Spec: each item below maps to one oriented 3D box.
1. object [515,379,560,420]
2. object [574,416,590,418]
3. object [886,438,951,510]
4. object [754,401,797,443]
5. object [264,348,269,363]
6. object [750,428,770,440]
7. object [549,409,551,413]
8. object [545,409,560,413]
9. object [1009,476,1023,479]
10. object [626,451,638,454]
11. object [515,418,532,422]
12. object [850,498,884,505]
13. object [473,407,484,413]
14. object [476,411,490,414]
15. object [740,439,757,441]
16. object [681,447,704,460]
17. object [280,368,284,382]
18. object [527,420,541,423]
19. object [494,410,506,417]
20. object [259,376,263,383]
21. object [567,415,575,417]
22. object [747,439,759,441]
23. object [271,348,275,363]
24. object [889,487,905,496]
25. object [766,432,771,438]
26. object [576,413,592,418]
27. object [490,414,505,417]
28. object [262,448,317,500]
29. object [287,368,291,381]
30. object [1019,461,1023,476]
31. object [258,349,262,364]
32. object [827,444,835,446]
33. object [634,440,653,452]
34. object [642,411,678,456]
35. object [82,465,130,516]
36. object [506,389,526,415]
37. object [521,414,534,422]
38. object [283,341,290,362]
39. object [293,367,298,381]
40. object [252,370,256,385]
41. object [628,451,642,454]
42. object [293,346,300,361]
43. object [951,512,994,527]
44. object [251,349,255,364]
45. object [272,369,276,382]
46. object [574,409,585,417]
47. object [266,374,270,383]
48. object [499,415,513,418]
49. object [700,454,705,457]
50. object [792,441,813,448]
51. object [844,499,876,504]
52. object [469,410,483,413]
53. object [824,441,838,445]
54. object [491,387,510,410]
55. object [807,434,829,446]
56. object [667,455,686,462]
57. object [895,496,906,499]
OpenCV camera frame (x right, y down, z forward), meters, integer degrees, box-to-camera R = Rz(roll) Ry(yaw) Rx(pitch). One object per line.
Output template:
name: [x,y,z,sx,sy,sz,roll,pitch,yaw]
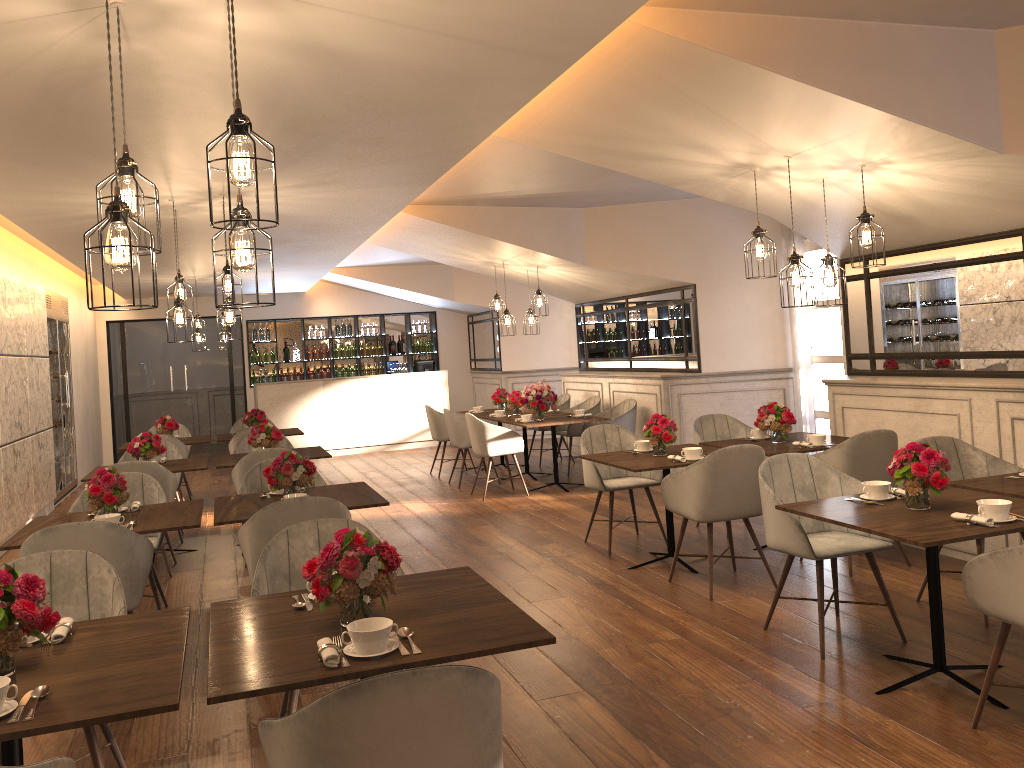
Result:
object: [0.282,0.165,9.384,0.420,0.426,0.405,-4,1,-30]
object: [0.736,0.339,9.349,0.193,0.024,0.025,-4,1,-18]
object: [1.714,0.377,3.756,0.234,0.301,0.305,-4,1,1]
object: [1.874,0.259,6.266,0.234,0.301,0.304,-4,1,-43]
object: [-4.202,-0.486,15.141,0.065,0.262,0.065,-3,-1,-40]
object: [1.822,0.368,6.510,0.148,0.072,0.148,-2,2,39]
object: [0.427,0.294,10.313,0.148,0.072,0.148,-3,2,24]
object: [0.464,0.313,10.204,0.176,0.039,0.056,-4,2,-18]
object: [2.485,0.456,4.257,0.022,0.004,0.210,-4,3,-18]
object: [0.834,0.473,6.161,0.043,0.015,0.197,-4,2,-14]
object: [0.118,0.373,9.310,0.176,0.039,0.056,-4,2,-18]
object: [1.589,0.525,3.959,0.022,0.004,0.210,-4,3,-18]
object: [-0.419,0.320,10.937,0.148,0.072,0.148,-3,2,24]
object: [-0.364,0.350,10.835,0.197,0.015,0.043,-5,2,-22]
object: [1.730,0.405,6.458,0.043,0.015,0.197,-4,2,-14]
object: [1.151,0.446,5.646,0.148,0.072,0.148,-2,2,39]
object: [-3.948,-0.142,15.212,0.065,0.262,0.065,-3,-1,-40]
object: [0.209,0.388,9.100,0.197,0.015,0.043,-5,2,-22]
object: [-0.139,0.339,10.087,0.148,0.072,0.148,-3,2,24]
object: [-4.284,-0.116,15.100,0.065,0.262,0.065,-3,-1,-40]
object: [0.667,0.341,9.528,0.197,0.015,0.043,-5,2,-22]
object: [1.758,0.408,6.460,0.022,0.004,0.210,-4,3,-18]
object: [-4.097,-0.495,15.175,0.065,0.262,0.065,-3,-1,-40]
object: [1.762,0.493,4.045,0.056,0.039,0.175,-4,2,-18]
object: [1.931,0.376,6.546,0.056,0.039,0.175,-4,2,-18]
object: [0.756,0.332,9.319,0.176,0.039,0.056,-4,2,-18]
object: [-0.174,0.353,10.195,0.176,0.039,0.056,-4,2,-18]
object: [-1.253,0.510,4.989,0.306,0.301,0.234,-4,1,-41]
object: [-3.843,-0.150,15.246,0.065,0.262,0.065,-3,-1,-40]
object: [2.548,0.416,4.307,0.148,0.072,0.148,-2,2,39]
object: [-4.307,-0.478,15.106,0.065,0.262,0.065,-3,-1,-40]
object: [2.114,0.406,5.992,0.022,0.004,0.210,-4,3,-18]
object: [0.926,0.436,6.213,0.148,0.072,0.148,-2,2,39]
object: [0.988,0.328,5.959,0.234,0.301,0.305,-4,1,1]
object: [-2.164,0.579,4.718,0.234,0.301,0.305,-4,1,-17]
object: [0.045,0.205,10.253,0.234,0.301,0.305,-4,1,1]
object: [0.153,0.358,9.202,0.148,0.072,0.148,-3,2,24]
object: [-3.886,-0.559,15.251,0.104,0.360,0.104,-4,-1,44]
object: [-3.739,-0.158,15.281,0.065,0.262,0.065,-3,-1,-40]
object: [-4.389,-0.108,15.065,0.065,0.262,0.065,-3,-1,-40]
object: [0.863,0.477,6.163,0.022,0.004,0.210,-4,3,-18]
object: [-3.724,-0.532,15.297,0.108,0.282,0.108,-4,-1,28]
object: [1.771,0.520,3.407,0.056,0.039,0.175,-4,2,-18]
object: [-4.412,-0.470,15.071,0.065,0.262,0.065,-3,-1,-40]
object: [-4.075,-0.132,15.170,0.065,0.262,0.065,-3,-1,-40]
object: [0.719,0.313,9.428,0.148,0.072,0.148,-3,2,24]
object: [-4.179,-0.124,15.135,0.065,0.262,0.065,-3,-1,-40]
object: [-0.083,0.369,9.985,0.197,0.015,0.043,-5,2,-22]
object: [1.254,0.467,5.700,0.043,0.015,0.197,-4,3,-22]
object: [1.940,0.403,5.907,0.056,0.039,0.175,-4,2,-18]
object: [1.561,0.521,3.957,0.043,0.015,0.197,-4,2,-14]
object: [-0.454,0.335,11.045,0.176,0.039,0.056,-4,2,-18]
object: [2.149,0.398,5.997,0.043,0.015,0.197,-4,3,-22]
object: [-0.143,0.180,11.051,0.234,0.301,0.305,-3,1,29]
object: [2.047,0.378,5.943,0.148,0.072,0.148,-2,2,39]
object: [1.044,0.472,5.610,0.056,0.039,0.175,-4,2,-18]
object: [1.733,0.503,4.025,0.025,0.024,0.192,-4,2,-18]
